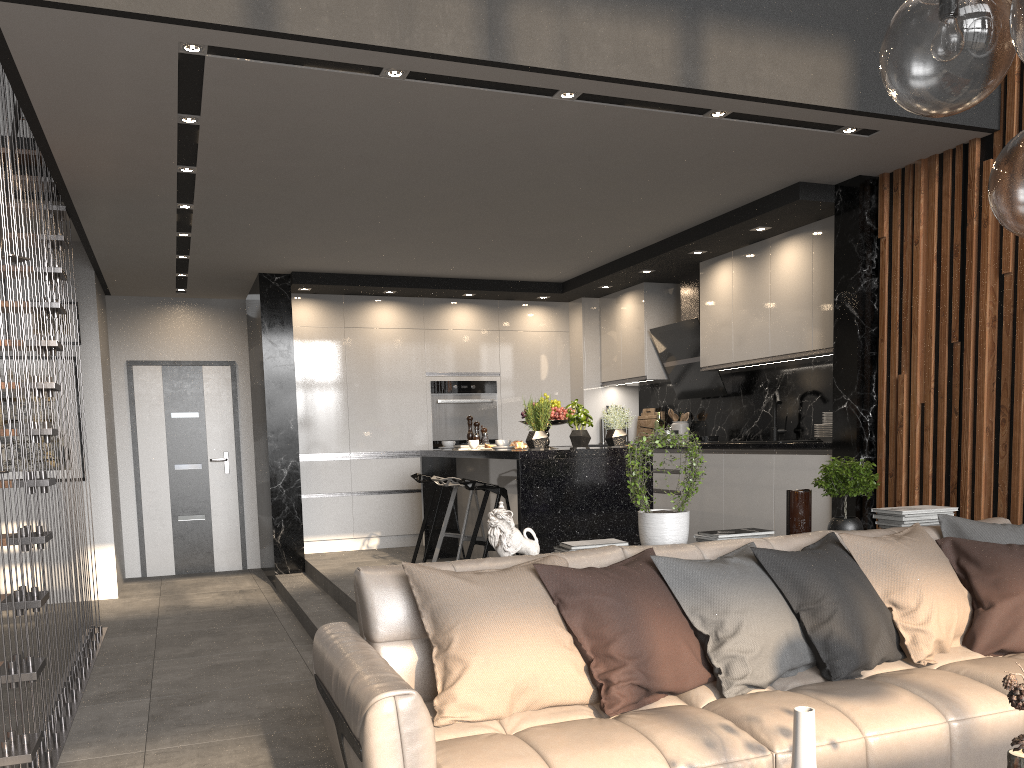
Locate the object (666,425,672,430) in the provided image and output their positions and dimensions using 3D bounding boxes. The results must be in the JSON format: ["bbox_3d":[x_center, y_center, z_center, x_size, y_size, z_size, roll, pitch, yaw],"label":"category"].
[{"bbox_3d":[1.396,0.457,8.011,0.180,0.164,0.271,-2,-1,-21],"label":"object"}]

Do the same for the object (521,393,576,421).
[{"bbox_3d":[0.226,0.170,5.782,0.346,0.217,0.318,-1,-1,-24],"label":"object"}]

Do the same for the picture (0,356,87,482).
[{"bbox_3d":[-3.858,0.283,6.871,0.869,1.006,0.024,-2,5,-21],"label":"picture"}]

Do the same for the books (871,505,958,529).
[{"bbox_3d":[1.900,0.661,4.135,0.332,0.152,0.199,-1,0,-20],"label":"books"}]

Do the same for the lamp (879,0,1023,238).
[{"bbox_3d":[0.869,-2.831,1.180,1.226,5.057,1.218,-4,6,-24],"label":"lamp"}]

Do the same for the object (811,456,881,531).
[{"bbox_3d":[1.531,0.535,4.030,0.309,0.413,0.269,0,3,29],"label":"object"}]

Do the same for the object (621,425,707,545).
[{"bbox_3d":[0.635,0.457,3.675,0.382,0.583,0.215,-4,5,-40],"label":"object"}]

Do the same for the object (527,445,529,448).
[{"bbox_3d":[-0.002,0.511,7.219,0.290,0.030,0.400,0,-4,-21],"label":"object"}]

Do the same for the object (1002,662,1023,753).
[{"bbox_3d":[1.108,0.647,1.583,0.316,0.610,0.539,2,3,40],"label":"object"}]

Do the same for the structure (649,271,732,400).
[{"bbox_3d":[1.517,-0.403,7.313,0.412,1.042,0.733,-3,3,-21],"label":"structure"}]

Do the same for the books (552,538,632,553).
[{"bbox_3d":[0.342,0.701,3.602,0.347,0.101,0.193,0,-2,-21],"label":"books"}]

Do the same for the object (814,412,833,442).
[{"bbox_3d":[2.157,0.283,5.787,0.300,0.197,0.303,-1,-1,-18],"label":"object"}]

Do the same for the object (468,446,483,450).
[{"bbox_3d":[-0.262,0.455,6.219,0.130,0.027,0.027,-3,0,28],"label":"object"}]

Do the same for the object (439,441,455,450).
[{"bbox_3d":[-0.497,0.483,6.858,0.155,0.071,0.154,-3,-2,37],"label":"object"}]

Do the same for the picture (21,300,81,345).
[{"bbox_3d":[-3.631,-0.482,6.893,0.409,0.338,0.024,-2,5,-21],"label":"picture"}]

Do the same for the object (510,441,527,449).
[{"bbox_3d":[0.034,0.418,6.018,0.131,0.060,0.069,-1,0,-21],"label":"object"}]

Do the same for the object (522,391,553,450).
[{"bbox_3d":[0.167,0.223,5.383,0.196,0.373,0.184,0,4,24],"label":"object"}]

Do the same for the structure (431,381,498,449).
[{"bbox_3d":[-0.547,0.310,8.579,0.653,0.639,0.648,-2,1,-21],"label":"structure"}]

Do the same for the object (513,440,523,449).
[{"bbox_3d":[0.040,0.415,5.964,0.074,0.060,0.060,-2,1,0],"label":"object"}]

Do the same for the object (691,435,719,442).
[{"bbox_3d":[1.556,0.450,7.230,0.350,0.061,0.232,1,-4,-42],"label":"object"}]

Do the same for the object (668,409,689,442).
[{"bbox_3d":[1.498,0.370,7.778,0.175,0.308,0.156,-3,4,-18],"label":"object"}]

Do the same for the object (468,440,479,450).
[{"bbox_3d":[-0.272,0.436,6.264,0.077,0.071,0.083,-1,0,28],"label":"object"}]

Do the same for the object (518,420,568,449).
[{"bbox_3d":[0.227,0.337,5.788,0.367,0.190,0.365,-3,-2,33],"label":"object"}]

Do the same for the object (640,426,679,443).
[{"bbox_3d":[1.285,0.435,7.540,0.199,0.155,0.347,-2,-2,-31],"label":"object"}]

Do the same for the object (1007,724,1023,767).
[{"bbox_3d":[1.174,0.862,1.946,0.153,0.213,0.076,-2,5,-11],"label":"object"}]

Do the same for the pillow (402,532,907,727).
[{"bbox_3d":[0.625,0.809,3.007,1.937,0.505,0.540,0,0,-22],"label":"pillow"}]

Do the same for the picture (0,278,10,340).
[{"bbox_3d":[-4.099,-0.566,6.708,0.409,0.512,0.024,-2,6,-21],"label":"picture"}]

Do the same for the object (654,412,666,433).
[{"bbox_3d":[1.374,0.402,8.083,0.089,0.286,0.081,-3,5,-21],"label":"object"}]

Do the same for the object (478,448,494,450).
[{"bbox_3d":[-0.146,0.459,6.203,0.192,0.012,0.191,-2,-4,11],"label":"object"}]

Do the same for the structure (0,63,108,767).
[{"bbox_3d":[-2.873,-1.394,4.119,1.175,6.121,3.570,-4,4,-21],"label":"structure"}]

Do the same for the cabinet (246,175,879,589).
[{"bbox_3d":[0.135,0.005,6.516,3.611,3.274,6.183,-2,-1,-21],"label":"cabinet"}]

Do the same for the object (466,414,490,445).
[{"bbox_3d":[-0.264,0.385,7.122,0.149,0.287,0.199,-4,4,-38],"label":"object"}]

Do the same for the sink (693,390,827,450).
[{"bbox_3d":[1.818,0.322,6.426,0.496,0.552,1.109,-2,-1,-21],"label":"sink"}]

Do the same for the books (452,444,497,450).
[{"bbox_3d":[-0.280,0.478,6.630,0.322,0.038,0.172,0,-3,-22],"label":"books"}]

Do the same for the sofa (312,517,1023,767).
[{"bbox_3d":[1.155,0.958,2.711,3.237,0.827,1.871,0,-2,-21],"label":"sofa"}]

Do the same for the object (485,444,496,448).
[{"bbox_3d":[-0.137,0.443,6.203,0.074,0.043,0.128,-1,-3,-29],"label":"object"}]

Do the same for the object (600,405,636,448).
[{"bbox_3d":[0.671,0.264,5.584,0.221,0.287,0.209,-2,2,-8],"label":"object"}]

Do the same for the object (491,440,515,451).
[{"bbox_3d":[-0.059,0.400,5.723,0.155,0.071,0.154,-3,-2,37],"label":"object"}]

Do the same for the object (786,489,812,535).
[{"bbox_3d":[1.291,0.607,3.939,0.109,0.271,0.108,-3,5,-15],"label":"object"}]

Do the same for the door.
[{"bbox_3d":[-3.130,0.828,8.481,0.971,2.107,0.167,-3,6,-21],"label":"door"}]

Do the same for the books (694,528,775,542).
[{"bbox_3d":[0.954,0.693,3.830,0.324,0.100,0.204,0,-2,-21],"label":"books"}]

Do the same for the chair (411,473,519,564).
[{"bbox_3d":[-0.361,1.023,6.271,0.433,0.743,1.723,-3,-2,-21],"label":"chair"}]

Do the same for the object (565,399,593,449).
[{"bbox_3d":[0.419,0.249,5.459,0.178,0.316,0.171,-2,4,-10],"label":"object"}]

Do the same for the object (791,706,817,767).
[{"bbox_3d":[0.586,0.759,1.552,0.316,0.402,0.317,-2,2,-2],"label":"object"}]

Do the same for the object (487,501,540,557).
[{"bbox_3d":[0.007,0.604,3.441,0.207,0.293,0.134,-2,4,-2],"label":"object"}]

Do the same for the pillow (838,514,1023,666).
[{"bbox_3d":[1.957,0.804,3.403,1.384,0.554,0.756,-2,0,9],"label":"pillow"}]

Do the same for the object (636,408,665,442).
[{"bbox_3d":[1.318,0.399,8.375,0.097,0.334,0.399,-3,1,-21],"label":"object"}]

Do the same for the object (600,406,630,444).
[{"bbox_3d":[0.996,0.397,8.502,0.321,0.377,0.066,-2,5,-21],"label":"object"}]

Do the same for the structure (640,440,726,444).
[{"bbox_3d":[1.446,0.497,7.366,0.509,0.061,0.599,0,-4,-21],"label":"structure"}]

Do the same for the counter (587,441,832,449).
[{"bbox_3d":[1.601,0.488,6.967,0.609,0.040,3.448,0,-4,-21],"label":"counter"}]
